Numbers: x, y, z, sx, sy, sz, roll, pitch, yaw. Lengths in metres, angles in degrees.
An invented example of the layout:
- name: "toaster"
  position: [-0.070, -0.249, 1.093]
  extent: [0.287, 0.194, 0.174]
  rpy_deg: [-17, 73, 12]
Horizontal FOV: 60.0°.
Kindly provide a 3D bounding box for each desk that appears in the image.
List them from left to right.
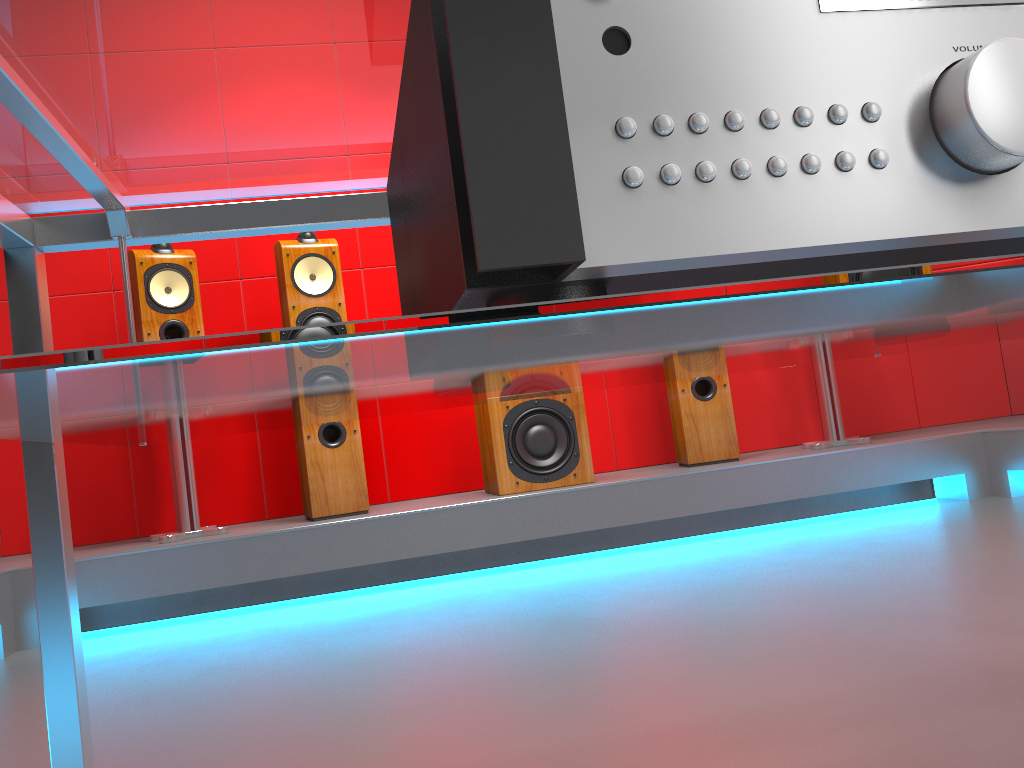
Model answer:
- name: "desk"
  position: [0.392, 0.082, 0.612]
  extent: [1.617, 0.690, 0.594]
  rpy_deg: [-7, -4, -11]

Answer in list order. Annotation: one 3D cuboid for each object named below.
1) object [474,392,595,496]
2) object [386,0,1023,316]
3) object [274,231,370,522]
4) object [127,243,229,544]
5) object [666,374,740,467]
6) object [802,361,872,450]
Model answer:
- name: "object"
  position: [0.077, 0.219, 3.396]
  extent: [0.360, 0.360, 0.360]
  rpy_deg: [-7, -4, -11]
- name: "object"
  position: [0.159, -0.110, 0.520]
  extent: [0.431, 0.158, 0.371]
  rpy_deg: [-7, -4, -11]
- name: "object"
  position: [-0.708, -0.036, 3.278]
  extent: [0.203, 1.052, 0.238]
  rpy_deg: [-6, -4, -21]
- name: "object"
  position: [-1.213, 0.021, 3.181]
  extent: [0.231, 1.058, 0.265]
  rpy_deg: [-5, -4, -31]
- name: "object"
  position: [0.717, -0.203, 3.576]
  extent: [0.203, 1.052, 0.238]
  rpy_deg: [-7, -4, -1]
- name: "object"
  position: [1.256, -0.271, 3.657]
  extent: [0.231, 1.058, 0.265]
  rpy_deg: [-8, -4, 9]
